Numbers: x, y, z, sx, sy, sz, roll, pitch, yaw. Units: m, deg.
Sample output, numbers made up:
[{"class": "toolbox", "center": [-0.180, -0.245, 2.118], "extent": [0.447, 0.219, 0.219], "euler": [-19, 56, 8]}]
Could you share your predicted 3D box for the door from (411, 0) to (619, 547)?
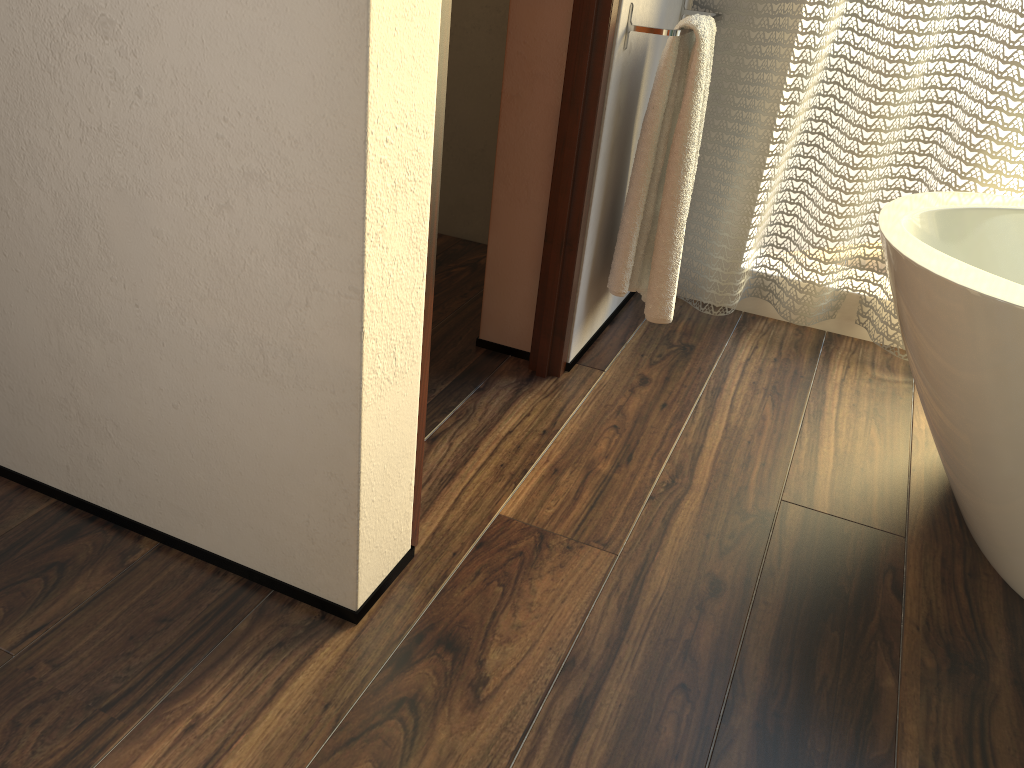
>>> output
[{"class": "door", "center": [-0.139, -0.791, 1.289], "extent": [0.471, 1.951, 0.718], "euler": [17, 30, 18]}]

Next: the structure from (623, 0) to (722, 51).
[{"class": "structure", "center": [0.347, -0.755, 1.842], "extent": [0.104, 0.088, 0.445], "euler": [16, 30, 18]}]

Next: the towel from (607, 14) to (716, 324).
[{"class": "towel", "center": [0.325, -0.466, 1.934], "extent": [0.155, 0.638, 0.259], "euler": [8, 29, 2]}]

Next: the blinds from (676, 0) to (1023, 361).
[{"class": "blinds", "center": [1.409, -0.987, 1.451], "extent": [2.158, 2.341, 0.178], "euler": [17, 30, 19]}]

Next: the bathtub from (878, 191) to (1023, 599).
[{"class": "bathtub", "center": [1.349, 0.138, 1.361], "extent": [1.644, 0.486, 0.752], "euler": [16, 30, 19]}]
